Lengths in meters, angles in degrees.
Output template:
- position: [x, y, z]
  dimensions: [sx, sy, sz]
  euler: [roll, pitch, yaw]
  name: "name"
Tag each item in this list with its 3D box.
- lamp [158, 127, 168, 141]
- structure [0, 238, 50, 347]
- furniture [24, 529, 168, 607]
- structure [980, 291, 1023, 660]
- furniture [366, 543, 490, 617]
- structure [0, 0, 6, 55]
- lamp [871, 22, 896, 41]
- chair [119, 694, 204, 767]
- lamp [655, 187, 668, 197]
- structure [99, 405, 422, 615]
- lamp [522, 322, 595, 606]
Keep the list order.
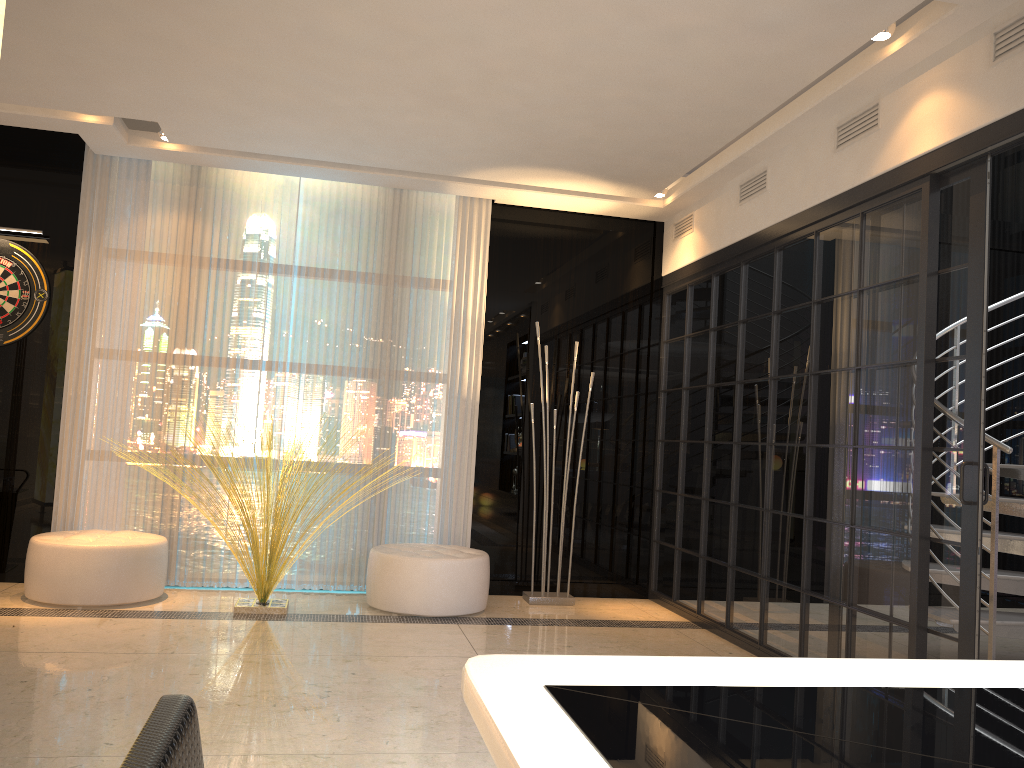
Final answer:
- position: [-2.019, -1.493, 5.210]
  dimensions: [0.107, 0.127, 0.107]
  euler: [3, -4, 7]
  name: "lamp"
- position: [-3.153, -0.554, 5.354]
  dimensions: [0.669, 0.669, 0.048]
  euler: [4, -4, -11]
  name: "structure"
- position: [-2.352, 1.030, 5.046]
  dimensions: [0.735, 0.357, 0.735]
  euler: [4, -4, -9]
  name: "furniture"
- position: [2.779, -0.560, 5.000]
  dimensions: [1.964, 4.134, 3.425]
  euler: [4, -4, -11]
  name: "structure"
- position: [-0.501, 1.159, 5.323]
  dimensions: [0.735, 0.357, 0.735]
  euler: [6, -5, -39]
  name: "furniture"
- position: [-2.213, -0.287, 1.608]
  dimensions: [2.180, 2.555, 0.448]
  euler: [4, -4, -11]
  name: "structure"
- position: [1.432, -1.402, 3.442]
  dimensions: [0.107, 0.127, 0.107]
  euler: [6, -4, -30]
  name: "lamp"
- position: [0.024, 0.620, 0.401]
  dimensions: [0.496, 0.858, 0.523]
  euler: [4, -4, -11]
  name: "chair"
- position: [0.959, -1.279, 5.761]
  dimensions: [0.107, 0.127, 0.107]
  euler: [6, -4, -30]
  name: "lamp"
- position: [-1.339, 0.685, 4.852]
  dimensions: [1.282, 1.142, 1.275]
  euler: [1, -5, 35]
  name: "structure"
- position: [0.290, 0.512, 5.768]
  dimensions: [0.418, 1.801, 0.200]
  euler: [4, -4, -11]
  name: "lamp"
